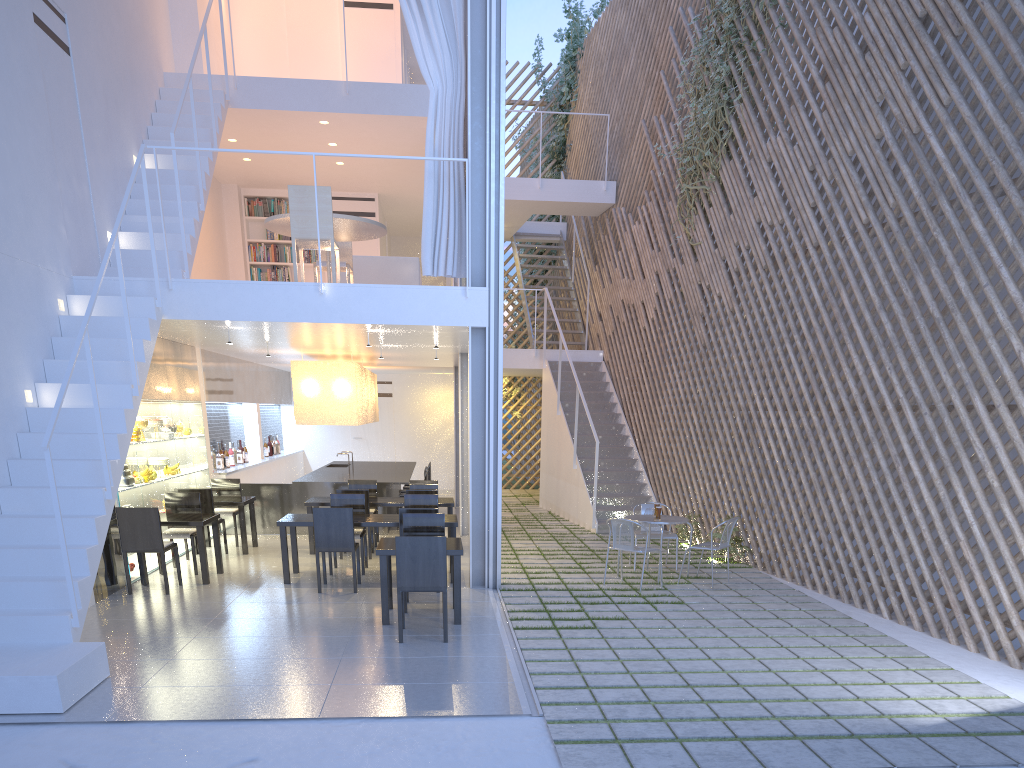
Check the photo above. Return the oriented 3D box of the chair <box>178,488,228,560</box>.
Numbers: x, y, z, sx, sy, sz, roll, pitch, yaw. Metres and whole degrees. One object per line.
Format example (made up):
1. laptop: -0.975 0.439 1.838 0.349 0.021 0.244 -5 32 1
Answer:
1. chair: -1.853 0.834 4.952 0.192 0.472 0.217 -1 14 -5

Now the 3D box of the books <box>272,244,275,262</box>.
1. books: -2.031 -1.107 7.033 0.009 0.157 0.082 -1 13 -5

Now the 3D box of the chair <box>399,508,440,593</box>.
1. chair: -0.464 0.829 4.160 0.192 0.472 0.217 -1 14 -5

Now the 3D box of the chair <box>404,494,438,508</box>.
1. chair: -0.505 0.843 4.599 0.192 0.472 0.217 -1 14 -5

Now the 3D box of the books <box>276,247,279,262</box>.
1. books: -1.999 -1.096 7.038 0.015 0.133 0.085 -1 12 -5

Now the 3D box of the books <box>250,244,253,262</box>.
1. books: -2.211 -1.109 7.018 0.015 0.153 0.081 -1 13 -5

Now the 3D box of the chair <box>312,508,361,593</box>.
1. chair: -0.873 0.822 4.125 0.192 0.472 0.217 -1 14 -5

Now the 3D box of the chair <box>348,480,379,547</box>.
1. chair: -0.998 0.865 5.488 0.192 0.472 0.217 -1 14 -5

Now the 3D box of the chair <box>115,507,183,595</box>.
1. chair: -1.768 0.805 4.029 0.192 0.472 0.217 -1 14 -5

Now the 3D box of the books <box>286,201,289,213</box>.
1. books: -1.881 -1.458 6.931 0.015 0.138 0.087 -1 12 -5

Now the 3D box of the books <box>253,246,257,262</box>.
1. books: -2.186 -1.099 7.022 0.021 0.133 0.084 -1 12 -5

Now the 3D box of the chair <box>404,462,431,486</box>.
1. chair: -0.866 0.936 7.566 0.240 0.473 0.172 0 15 -3

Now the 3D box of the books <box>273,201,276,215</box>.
1. books: -1.988 -1.458 6.925 0.015 0.136 0.081 -1 13 -5

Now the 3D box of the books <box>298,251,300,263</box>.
1. books: -1.816 -1.080 7.071 0.021 0.106 0.057 -1 13 -5

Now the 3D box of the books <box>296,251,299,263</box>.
1. books: -1.837 -1.080 7.070 0.021 0.106 0.057 -1 13 -5

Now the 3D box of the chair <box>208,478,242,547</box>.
1. chair: -1.897 0.849 5.425 0.192 0.472 0.217 -1 14 -5

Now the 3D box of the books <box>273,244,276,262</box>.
1. books: -2.022 -1.107 7.036 0.008 0.156 0.076 -1 14 -5

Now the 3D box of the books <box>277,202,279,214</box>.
1. books: -1.962 -1.454 6.932 0.006 0.129 0.074 -1 13 -5

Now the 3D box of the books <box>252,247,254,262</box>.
1. books: -2.200 -1.098 7.022 0.006 0.130 0.083 -1 12 -5

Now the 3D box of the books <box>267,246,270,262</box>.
1. books: -2.076 -1.100 7.041 0.021 0.141 0.064 -1 14 -5

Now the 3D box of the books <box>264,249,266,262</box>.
1. books: -2.104 -1.100 7.027 0.005 0.138 0.087 -1 12 -5

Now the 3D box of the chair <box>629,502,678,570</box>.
1. chair: 0.830 0.896 4.849 0.263 0.410 0.226 0 13 -5

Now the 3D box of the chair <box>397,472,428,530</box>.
1. chair: -0.765 0.895 6.295 0.240 0.473 0.172 0 15 -3

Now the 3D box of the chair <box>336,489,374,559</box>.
1. chair: -0.958 0.851 5.048 0.192 0.472 0.217 -1 14 -5

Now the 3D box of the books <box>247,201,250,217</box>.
1. books: -2.208 -1.461 6.904 0.006 0.133 0.087 -1 12 -5

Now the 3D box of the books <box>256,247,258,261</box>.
1. books: -2.167 -1.096 7.029 0.006 0.129 0.074 -1 13 -5

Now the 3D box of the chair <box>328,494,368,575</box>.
1. chair: -0.913 0.836 4.564 0.192 0.472 0.217 -1 14 -5

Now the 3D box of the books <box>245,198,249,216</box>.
1. books: -2.219 -1.470 6.903 0.015 0.153 0.081 -1 13 -5

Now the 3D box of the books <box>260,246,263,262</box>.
1. books: -2.129 -1.099 7.028 0.015 0.136 0.081 -1 13 -5

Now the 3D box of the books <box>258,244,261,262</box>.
1. books: -2.145 -1.107 7.029 0.015 0.153 0.072 -1 14 -5

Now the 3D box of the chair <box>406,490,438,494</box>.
1. chair: -0.549 0.858 5.083 0.192 0.472 0.217 -1 14 -5

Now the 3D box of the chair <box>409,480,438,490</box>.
1. chair: -0.590 0.872 5.523 0.192 0.472 0.217 -1 14 -5

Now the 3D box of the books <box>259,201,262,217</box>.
1. books: -2.105 -1.459 6.914 0.021 0.133 0.084 -1 12 -5

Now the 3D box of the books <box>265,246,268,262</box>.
1. books: -2.089 -1.100 7.028 0.007 0.138 0.088 -1 12 -5

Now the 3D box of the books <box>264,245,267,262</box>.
1. books: -2.097 -1.103 7.026 0.008 0.145 0.087 -1 12 -5

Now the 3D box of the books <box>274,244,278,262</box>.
1. books: -2.012 -1.106 7.036 0.011 0.156 0.079 -1 14 -5

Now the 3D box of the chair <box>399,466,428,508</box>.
1. chair: -0.829 0.915 6.929 0.240 0.473 0.173 -2 16 -9

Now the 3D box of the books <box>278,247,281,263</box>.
1. books: -1.989 -1.098 7.048 0.006 0.139 0.065 -1 14 -5

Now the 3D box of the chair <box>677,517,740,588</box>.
1. chair: 1.064 0.884 4.390 0.241 0.410 0.247 10 15 34

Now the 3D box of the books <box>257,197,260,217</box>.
1. books: -2.122 -1.474 6.912 0.011 0.165 0.075 -1 14 -5

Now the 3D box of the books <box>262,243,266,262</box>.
1. books: -2.114 -1.112 7.026 0.015 0.164 0.080 -1 14 -5

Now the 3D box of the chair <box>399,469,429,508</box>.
1. chair: -0.790 0.905 6.613 0.240 0.473 0.172 -1 15 -7

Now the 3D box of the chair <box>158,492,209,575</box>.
1. chair: -1.812 0.820 4.501 0.192 0.472 0.217 -1 14 -5

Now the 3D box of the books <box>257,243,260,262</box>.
1. books: -2.158 -1.113 7.024 0.011 0.165 0.075 -1 14 -5

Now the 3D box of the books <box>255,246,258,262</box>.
1. books: -2.173 -1.098 7.022 0.006 0.133 0.087 -1 12 -5

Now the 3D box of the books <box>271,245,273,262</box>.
1. books: -2.041 -1.105 7.033 0.010 0.152 0.081 -1 13 -5

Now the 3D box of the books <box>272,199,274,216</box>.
1. books: -2.009 -1.467 6.925 0.027 0.154 0.072 -1 14 -5

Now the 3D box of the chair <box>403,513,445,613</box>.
1. chair: -0.399 0.816 3.744 0.192 0.472 0.217 -1 14 -5

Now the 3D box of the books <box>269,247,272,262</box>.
1. books: -2.055 -1.095 7.037 0.018 0.130 0.078 -1 13 -5

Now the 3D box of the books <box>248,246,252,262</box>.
1. books: -2.225 -1.102 7.016 0.015 0.138 0.087 -1 12 -5

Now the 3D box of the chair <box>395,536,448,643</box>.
1. chair: -0.355 0.801 3.272 0.192 0.472 0.217 -1 14 -5

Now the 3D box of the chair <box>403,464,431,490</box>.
1. chair: -0.840 0.926 7.248 0.240 0.473 0.173 -1 15 -7

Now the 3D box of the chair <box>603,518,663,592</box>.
1. chair: 0.620 0.874 4.274 0.252 0.410 0.236 11 16 39
